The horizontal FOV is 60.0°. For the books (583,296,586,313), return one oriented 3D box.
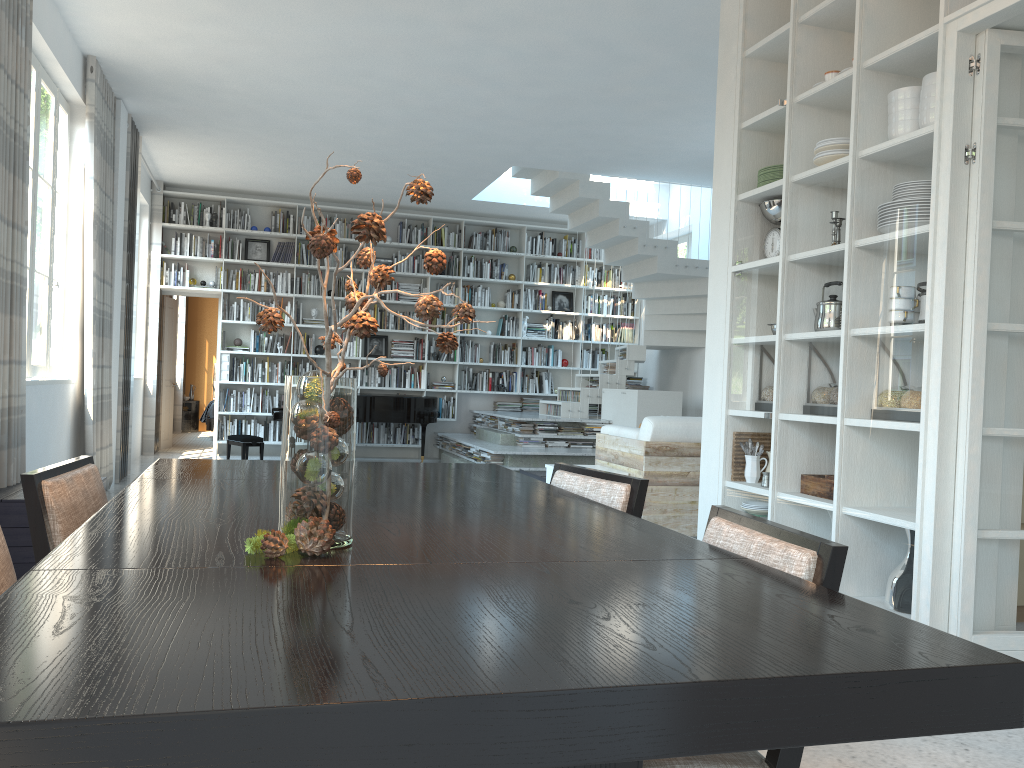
[{"bbox_3d":[0.982,-1.079,12.153,0.012,0.254,0.161,2,0,-16],"label":"books"}]

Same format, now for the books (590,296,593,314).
[{"bbox_3d":[1.060,-1.077,12.171,0.026,0.256,0.173,2,0,-16],"label":"books"}]

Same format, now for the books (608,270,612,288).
[{"bbox_3d":[1.308,-1.426,12.182,0.042,0.242,0.247,2,0,-16],"label":"books"}]

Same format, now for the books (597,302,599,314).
[{"bbox_3d":[1.152,-1.034,12.214,0.027,0.179,0.157,2,0,-16],"label":"books"}]

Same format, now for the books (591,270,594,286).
[{"bbox_3d":[1.064,-1.427,12.086,0.049,0.224,0.161,2,0,-16],"label":"books"}]

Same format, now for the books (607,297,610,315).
[{"bbox_3d":[1.309,-1.065,12.261,0.012,0.254,0.161,2,0,-16],"label":"books"}]

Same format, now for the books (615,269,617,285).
[{"bbox_3d":[1.410,-1.442,12.282,0.024,0.281,0.153,2,1,-16],"label":"books"}]

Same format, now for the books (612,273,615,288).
[{"bbox_3d":[1.368,-1.413,12.250,0.023,0.220,0.171,2,0,-16],"label":"books"}]

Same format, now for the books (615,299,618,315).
[{"bbox_3d":[1.423,-1.052,12.300,0.028,0.237,0.145,2,1,-16],"label":"books"}]

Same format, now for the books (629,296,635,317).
[{"bbox_3d":[1.659,-1.070,12.345,0.042,0.292,0.186,2,0,-16],"label":"books"}]

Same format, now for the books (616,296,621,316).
[{"bbox_3d":[1.473,-1.073,12.294,0.012,0.283,0.151,2,1,-16],"label":"books"}]

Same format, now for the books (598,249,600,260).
[{"bbox_3d":[1.166,-1.817,12.196,0.027,0.275,0.148,2,1,-16],"label":"books"}]

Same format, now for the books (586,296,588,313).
[{"bbox_3d":[0.997,-1.076,12.170,0.026,0.250,0.160,2,0,-16],"label":"books"}]

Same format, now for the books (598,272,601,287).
[{"bbox_3d":[1.177,-1.417,12.136,0.025,0.211,0.134,2,0,-16],"label":"books"}]

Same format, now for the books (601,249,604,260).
[{"bbox_3d":[1.215,-1.809,12.207,0.029,0.264,0.179,2,0,-16],"label":"books"}]

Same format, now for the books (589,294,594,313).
[{"bbox_3d":[1.084,-1.090,12.163,0.014,0.285,0.185,2,0,-16],"label":"books"}]

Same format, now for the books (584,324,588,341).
[{"bbox_3d":[1.000,-0.701,12.187,0.066,0.236,0.144,2,1,-16],"label":"books"}]

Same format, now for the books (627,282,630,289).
[{"bbox_3d":[1.590,-1.400,12.319,0.023,0.213,0.180,2,0,-16],"label":"books"}]

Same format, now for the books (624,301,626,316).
[{"bbox_3d":[1.532,-1.035,12.304,0.025,0.211,0.188,2,0,-16],"label":"books"}]

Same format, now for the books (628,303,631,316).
[{"bbox_3d":[1.606,-1.023,12.325,0.029,0.195,0.192,2,0,-16],"label":"books"}]

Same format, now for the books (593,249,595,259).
[{"bbox_3d":[1.109,-1.803,12.169,0.023,0.244,0.182,2,0,-16],"label":"books"}]

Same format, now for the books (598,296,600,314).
[{"bbox_3d":[1.177,-1.074,12.206,0.013,0.260,0.158,2,1,-16],"label":"books"}]

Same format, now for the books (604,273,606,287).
[{"bbox_3d":[1.241,-1.411,12.143,0.014,0.206,0.184,2,0,-16],"label":"books"}]

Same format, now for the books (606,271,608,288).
[{"bbox_3d":[1.273,-1.426,12.159,0.012,0.238,0.165,2,0,-16],"label":"books"}]

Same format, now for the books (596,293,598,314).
[{"bbox_3d":[1.140,-1.092,12.194,0.012,0.293,0.165,2,1,-16],"label":"books"}]

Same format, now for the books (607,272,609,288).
[{"bbox_3d":[1.288,-1.417,12.153,0.013,0.222,0.174,2,0,-16],"label":"books"}]

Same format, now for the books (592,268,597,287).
[{"bbox_3d":[1.120,-1.445,12.111,0.023,0.263,0.158,2,1,-16],"label":"books"}]

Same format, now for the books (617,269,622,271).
[{"bbox_3d":[1.481,-1.445,12.304,0.011,0.294,0.151,2,1,-16],"label":"books"}]

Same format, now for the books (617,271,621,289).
[{"bbox_3d":[1.470,-1.429,12.279,0.022,0.261,0.160,2,1,-16],"label":"books"}]

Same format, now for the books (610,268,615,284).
[{"bbox_3d":[1.384,-1.450,12.261,0.010,0.295,0.165,2,1,-16],"label":"books"}]

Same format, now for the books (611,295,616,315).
[{"bbox_3d":[1.400,-1.080,12.292,0.024,0.292,0.132,2,1,-16],"label":"books"}]

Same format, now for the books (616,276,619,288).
[{"bbox_3d":[1.436,-1.391,12.290,0.034,0.183,0.156,2,0,-16],"label":"books"}]

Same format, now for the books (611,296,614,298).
[{"bbox_3d":[1.382,-1.072,12.292,0.010,0.274,0.130,2,1,-16],"label":"books"}]

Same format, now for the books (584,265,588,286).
[{"bbox_3d":[0.991,-1.466,12.061,0.010,0.294,0.183,2,1,-16],"label":"books"}]

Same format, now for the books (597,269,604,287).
[{"bbox_3d":[1.206,-1.437,12.124,0.023,0.254,0.189,2,0,-16],"label":"books"}]

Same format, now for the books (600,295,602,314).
[{"bbox_3d":[1.193,-1.078,12.220,0.025,0.271,0.152,2,1,-16],"label":"books"}]

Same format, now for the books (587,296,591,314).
[{"bbox_3d":[1.028,-1.074,12.150,0.023,0.247,0.182,2,0,-16],"label":"books"}]

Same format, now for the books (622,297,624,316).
[{"bbox_3d":[1.507,-1.064,12.298,0.028,0.268,0.173,2,0,-16],"label":"books"}]

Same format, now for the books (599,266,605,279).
[{"bbox_3d":[1.227,-1.457,12.134,0.022,0.296,0.152,2,1,-16],"label":"books"}]

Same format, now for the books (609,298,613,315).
[{"bbox_3d":[1.342,-1.059,12.249,0.045,0.245,0.177,2,0,-16],"label":"books"}]

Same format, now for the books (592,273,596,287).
[{"bbox_3d":[1.100,-1.411,12.091,0.024,0.193,0.189,2,0,-16],"label":"books"}]

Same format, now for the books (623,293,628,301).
[{"bbox_3d":[1.569,-1.092,12.339,0.013,0.330,0.140,2,1,-16],"label":"books"}]

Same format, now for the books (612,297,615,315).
[{"bbox_3d":[1.372,-1.065,12.265,0.023,0.258,0.184,2,0,-16],"label":"books"}]

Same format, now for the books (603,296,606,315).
[{"bbox_3d":[1.242,-1.072,12.221,0.022,0.263,0.172,2,0,-16],"label":"books"}]

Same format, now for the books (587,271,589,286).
[{"bbox_3d":[1.005,-1.421,12.066,0.024,0.205,0.165,2,0,-16],"label":"books"}]

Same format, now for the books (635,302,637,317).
[{"bbox_3d":[1.687,-1.032,12.355,0.021,0.219,0.184,2,0,-16],"label":"books"}]

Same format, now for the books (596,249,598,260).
[{"bbox_3d":[1.137,-1.833,12.178,0.012,0.306,0.184,2,1,-16],"label":"books"}]

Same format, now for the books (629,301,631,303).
[{"bbox_3d":[1.622,-1.040,12.366,0.024,0.230,0.131,2,1,-16],"label":"books"}]

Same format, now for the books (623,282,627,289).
[{"bbox_3d":[1.546,-1.422,12.308,0.070,0.254,0.154,2,1,-16],"label":"books"}]

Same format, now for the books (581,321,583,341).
[{"bbox_3d":[0.935,-0.724,12.142,0.025,0.277,0.160,2,1,-16],"label":"books"}]

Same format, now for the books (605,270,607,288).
[{"bbox_3d":[1.257,-1.429,12.154,0.022,0.242,0.144,2,1,-16],"label":"books"}]

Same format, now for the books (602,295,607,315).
[{"bbox_3d":[1.266,-1.082,12.233,0.030,0.284,0.166,2,1,-16],"label":"books"}]

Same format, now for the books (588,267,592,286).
[{"bbox_3d":[1.032,-1.449,12.065,0.026,0.263,0.189,2,0,-16],"label":"books"}]

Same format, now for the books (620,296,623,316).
[{"bbox_3d":[1.486,-1.069,12.294,0.013,0.277,0.188,2,0,-16],"label":"books"}]

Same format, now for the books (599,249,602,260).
[{"bbox_3d":[1.190,-1.807,12.199,0.022,0.259,0.163,2,0,-16],"label":"books"}]

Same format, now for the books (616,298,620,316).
[{"bbox_3d":[1.452,-1.059,12.298,0.025,0.252,0.160,2,0,-16],"label":"books"}]

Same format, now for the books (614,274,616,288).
[{"bbox_3d":[1.397,-1.408,12.253,0.013,0.213,0.186,2,0,-16],"label":"books"}]

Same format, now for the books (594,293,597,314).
[{"bbox_3d":[1.121,-1.095,12.201,0.022,0.297,0.162,2,1,-16],"label":"books"}]

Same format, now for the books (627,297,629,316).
[{"bbox_3d":[1.583,-1.068,12.335,0.013,0.283,0.149,2,1,-16],"label":"books"}]

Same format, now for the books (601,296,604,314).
[{"bbox_3d":[1.219,-1.072,12.217,0.024,0.259,0.156,2,1,-16],"label":"books"}]
